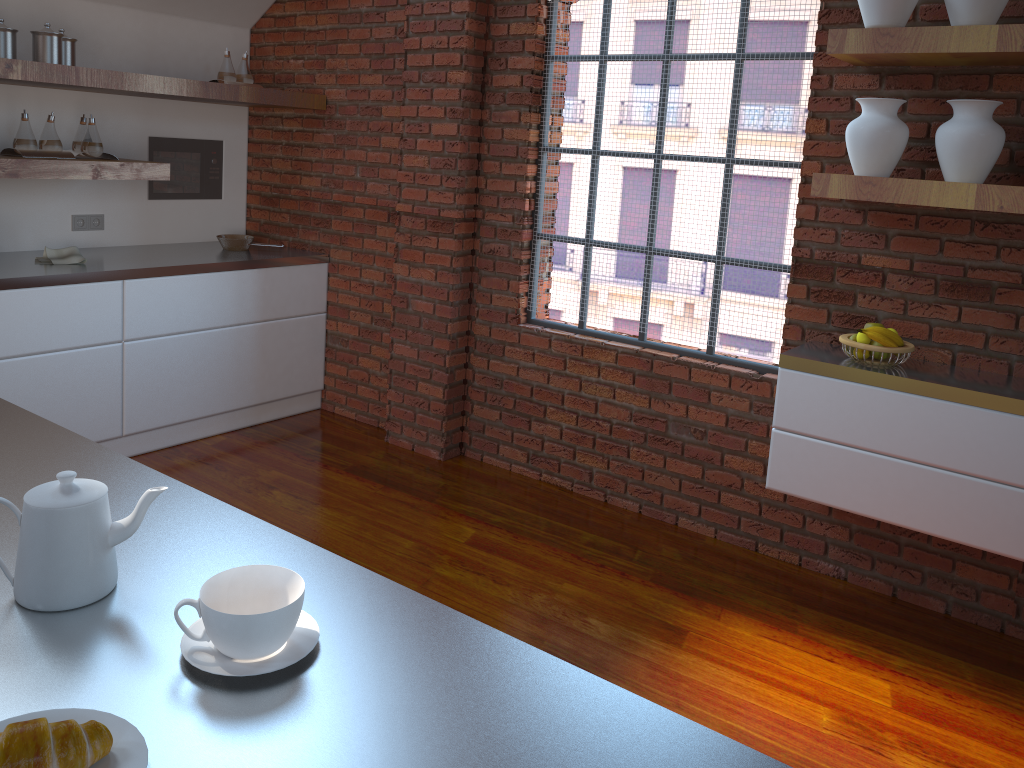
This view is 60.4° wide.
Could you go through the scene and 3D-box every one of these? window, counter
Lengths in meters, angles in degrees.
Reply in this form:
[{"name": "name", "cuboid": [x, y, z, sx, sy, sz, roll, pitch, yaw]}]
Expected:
[{"name": "window", "cuboid": [4.603, -0.454, 3.575, 17.552, 9.736, 3.675, 10, 11, 26]}, {"name": "counter", "cuboid": [-1.864, -0.580, 4.171, 0.723, 0.043, 2.007, 14, 18, 34]}, {"name": "counter", "cuboid": [-0.193, 0.489, 0.589, 3.180, 0.127, 1.036, 14, 18, 35]}]

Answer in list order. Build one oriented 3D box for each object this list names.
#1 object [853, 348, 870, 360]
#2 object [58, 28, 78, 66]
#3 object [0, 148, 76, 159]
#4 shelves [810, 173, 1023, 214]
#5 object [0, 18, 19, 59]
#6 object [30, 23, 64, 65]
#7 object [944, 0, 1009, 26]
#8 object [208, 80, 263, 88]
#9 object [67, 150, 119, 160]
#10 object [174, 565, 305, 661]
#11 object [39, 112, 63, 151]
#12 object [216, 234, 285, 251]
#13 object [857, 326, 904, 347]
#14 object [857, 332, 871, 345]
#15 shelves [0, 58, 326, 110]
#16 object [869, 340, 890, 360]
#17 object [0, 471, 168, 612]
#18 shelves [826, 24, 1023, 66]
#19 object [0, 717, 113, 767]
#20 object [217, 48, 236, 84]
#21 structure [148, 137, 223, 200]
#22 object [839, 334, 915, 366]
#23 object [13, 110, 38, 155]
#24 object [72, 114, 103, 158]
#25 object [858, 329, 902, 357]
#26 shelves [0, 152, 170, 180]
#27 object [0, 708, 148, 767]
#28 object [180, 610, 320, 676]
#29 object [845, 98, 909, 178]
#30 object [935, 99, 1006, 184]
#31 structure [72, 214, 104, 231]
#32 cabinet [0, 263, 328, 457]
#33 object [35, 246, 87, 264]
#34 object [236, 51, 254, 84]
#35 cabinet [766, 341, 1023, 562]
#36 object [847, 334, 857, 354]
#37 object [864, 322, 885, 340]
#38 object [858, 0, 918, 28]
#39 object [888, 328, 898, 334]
[{"name": "object", "cuboid": [1.159, -0.103, 2.915, 0.046, 0.045, 0.057, -1, 13, -21]}, {"name": "object", "cuboid": [-1.981, -1.474, 3.869, 0.129, 0.174, 0.129, 10, 12, 30]}, {"name": "object", "cuboid": [-2.035, -0.992, 3.778, 0.197, 0.032, 0.226, 13, 18, 33]}, {"name": "shelves", "cuboid": [1.691, -0.520, 2.552, 1.554, 0.075, 0.341, 14, 18, 35]}, {"name": "object", "cuboid": [-2.104, -1.416, 3.623, 0.129, 0.174, 0.129, 10, 12, 30]}, {"name": "object", "cuboid": [-1.943, -1.421, 3.680, 0.129, 0.174, 0.129, 10, 12, 30]}, {"name": "object", "cuboid": [1.392, -1.114, 2.649, 0.180, 0.102, 0.185, -1, 14, -18]}, {"name": "object", "cuboid": [-1.421, -1.537, 4.521, 0.197, 0.032, 0.226, 13, 18, 33]}, {"name": "object", "cuboid": [-1.921, -1.040, 3.984, 0.196, 0.032, 0.227, -10, 20, -43]}, {"name": "object", "cuboid": [-0.302, 0.267, 1.013, 0.125, 0.068, 0.118, 9, 14, 20]}, {"name": "object", "cuboid": [-1.999, -1.083, 3.812, 0.093, 0.189, 0.095, 2, 10, -11]}, {"name": "object", "cuboid": [-1.404, -0.741, 4.674, 0.349, 0.073, 0.198, 8, 15, 16]}, {"name": "object", "cuboid": [1.228, -0.149, 2.890, 0.184, 0.083, 0.068, 0, 12, -16]}, {"name": "object", "cuboid": [1.167, -0.152, 2.919, 0.045, 0.052, 0.052, 9, 12, 24]}, {"name": "shelves", "cuboid": [-1.836, -1.389, 4.070, 0.662, 0.075, 2.000, 14, 18, 34]}, {"name": "object", "cuboid": [1.219, -0.115, 2.916, 0.077, 0.064, 0.077, -1, 13, -20]}, {"name": "object", "cuboid": [-0.554, 0.184, 1.107, 0.119, 0.153, 0.199, 13, 15, 41]}, {"name": "shelves", "cuboid": [1.720, -0.960, 2.489, 1.554, 0.075, 0.341, 14, 18, 35]}, {"name": "object", "cuboid": [-0.429, 0.327, 0.780, 0.138, 0.050, 0.063, -6, 16, -35]}, {"name": "object", "cuboid": [-1.446, -1.608, 4.466, 0.093, 0.188, 0.095, -5, 13, -41]}, {"name": "structure", "cuboid": [-1.773, -1.172, 4.802, 0.013, 0.328, 0.462, 9, 14, 35]}, {"name": "object", "cuboid": [1.216, -0.110, 2.944, 0.235, 0.070, 0.241, 2, 14, -7]}, {"name": "object", "cuboid": [-2.060, -1.064, 3.722, 0.093, 0.188, 0.095, -5, 13, -41]}, {"name": "object", "cuboid": [-1.917, -1.121, 3.973, 0.094, 0.189, 0.205, -5, 15, -44]}, {"name": "object", "cuboid": [1.219, -0.127, 2.875, 0.176, 0.093, 0.065, 0, 11, -17]}, {"name": "shelves", "cuboid": [-2.130, -0.937, 3.758, 0.662, 0.075, 1.078, 14, 18, 34]}, {"name": "object", "cuboid": [-0.425, 0.352, 0.773, 0.195, 0.013, 0.198, -6, 18, -32]}, {"name": "object", "cuboid": [-0.301, 0.297, 1.016, 0.154, 0.012, 0.157, -3, 16, -25]}, {"name": "object", "cuboid": [1.192, -0.803, 2.878, 0.192, 0.245, 0.196, 1, 11, -15]}, {"name": "object", "cuboid": [1.412, -0.746, 2.718, 0.192, 0.245, 0.196, 5, 11, 7]}, {"name": "structure", "cuboid": [-2.124, -0.808, 4.396, 0.033, 0.078, 0.162, 10, 15, 35]}, {"name": "cabinet", "cuboid": [-1.893, -0.161, 4.232, 0.719, 0.801, 2.007, 12, 16, 34]}, {"name": "object", "cuboid": [-2.013, -0.576, 3.916, 0.204, 0.060, 0.200, -5, 17, -31]}, {"name": "object", "cuboid": [-1.385, -1.627, 4.555, 0.093, 0.189, 0.095, 2, 10, -11]}, {"name": "cabinet", "cuboid": [1.639, 0.268, 2.664, 1.641, 0.466, 0.340, 14, 14, 35]}, {"name": "object", "cuboid": [1.171, -0.133, 2.971, 0.074, 0.074, 0.074, 6, 12, 11]}, {"name": "object", "cuboid": [1.217, -0.176, 2.955, 0.070, 0.060, 0.069, -5, 15, -37]}, {"name": "object", "cuboid": [1.174, -1.159, 2.763, 0.180, 0.102, 0.185, -1, 14, -18]}, {"name": "object", "cuboid": [1.270, -0.165, 2.952, 0.047, 0.045, 0.056, 1, 12, -12]}]
